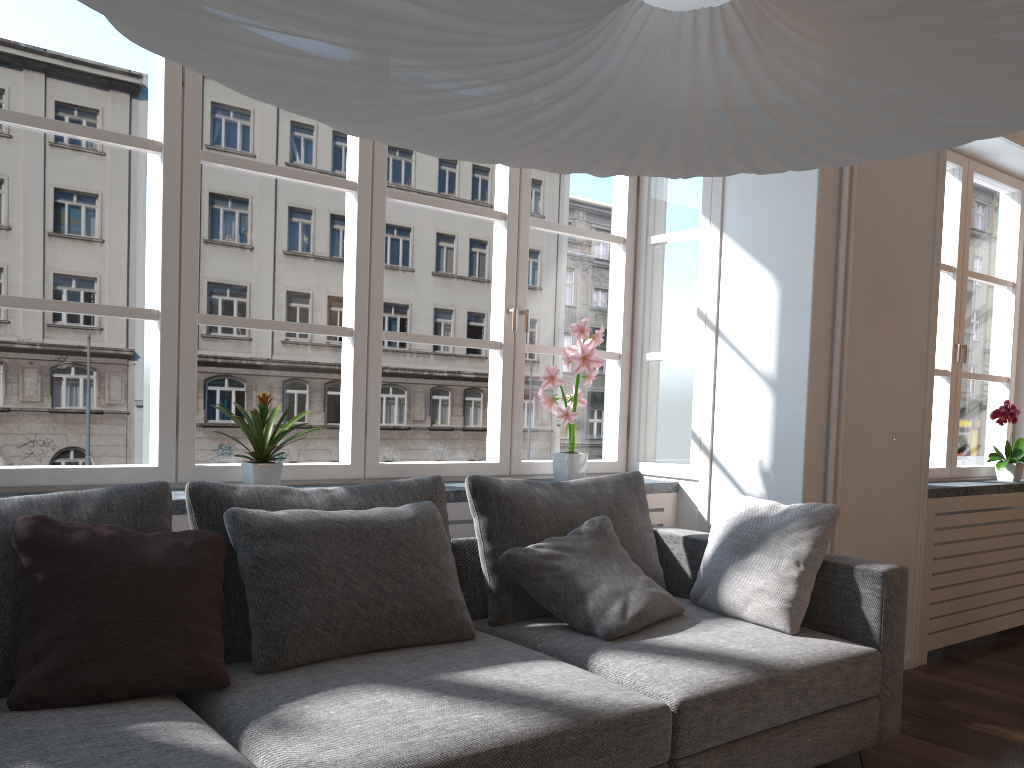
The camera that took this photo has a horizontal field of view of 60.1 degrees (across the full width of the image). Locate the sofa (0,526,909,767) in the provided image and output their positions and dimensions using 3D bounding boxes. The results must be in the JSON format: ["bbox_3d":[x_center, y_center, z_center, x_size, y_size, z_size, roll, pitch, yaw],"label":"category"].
[{"bbox_3d":[0.058,0.831,1.932,3.070,0.673,2.036,3,-2,-38],"label":"sofa"}]

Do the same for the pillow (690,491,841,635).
[{"bbox_3d":[0.822,0.593,3.016,0.286,0.415,0.493,1,1,-39],"label":"pillow"}]

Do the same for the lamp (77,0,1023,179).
[{"bbox_3d":[0.179,-0.410,0.882,1.470,0.210,1.468,2,-2,-1],"label":"lamp"}]

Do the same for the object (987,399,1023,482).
[{"bbox_3d":[2.635,0.300,4.652,0.229,0.438,0.406,3,1,28],"label":"object"}]

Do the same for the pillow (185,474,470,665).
[{"bbox_3d":[-0.508,0.514,2.576,0.840,0.476,0.276,2,1,-37],"label":"pillow"}]

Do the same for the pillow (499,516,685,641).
[{"bbox_3d":[0.270,0.611,2.867,0.443,0.322,0.492,2,0,34],"label":"pillow"}]

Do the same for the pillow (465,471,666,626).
[{"bbox_3d":[0.220,0.558,3.129,0.837,0.478,0.274,2,1,-37],"label":"pillow"}]

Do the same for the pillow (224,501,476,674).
[{"bbox_3d":[-0.433,0.539,2.456,0.667,0.398,0.291,2,1,-38],"label":"pillow"}]

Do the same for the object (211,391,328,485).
[{"bbox_3d":[-0.788,0.189,2.904,0.322,0.329,0.376,2,0,27],"label":"object"}]

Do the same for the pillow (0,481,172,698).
[{"bbox_3d":[-1.189,0.477,2.034,0.837,0.479,0.274,2,1,-37],"label":"pillow"}]

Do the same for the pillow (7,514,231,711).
[{"bbox_3d":[-0.893,0.512,2.068,0.521,0.404,0.310,2,1,-36],"label":"pillow"}]

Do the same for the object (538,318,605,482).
[{"bbox_3d":[0.246,0.068,3.709,0.297,0.692,0.200,3,3,31],"label":"object"}]
